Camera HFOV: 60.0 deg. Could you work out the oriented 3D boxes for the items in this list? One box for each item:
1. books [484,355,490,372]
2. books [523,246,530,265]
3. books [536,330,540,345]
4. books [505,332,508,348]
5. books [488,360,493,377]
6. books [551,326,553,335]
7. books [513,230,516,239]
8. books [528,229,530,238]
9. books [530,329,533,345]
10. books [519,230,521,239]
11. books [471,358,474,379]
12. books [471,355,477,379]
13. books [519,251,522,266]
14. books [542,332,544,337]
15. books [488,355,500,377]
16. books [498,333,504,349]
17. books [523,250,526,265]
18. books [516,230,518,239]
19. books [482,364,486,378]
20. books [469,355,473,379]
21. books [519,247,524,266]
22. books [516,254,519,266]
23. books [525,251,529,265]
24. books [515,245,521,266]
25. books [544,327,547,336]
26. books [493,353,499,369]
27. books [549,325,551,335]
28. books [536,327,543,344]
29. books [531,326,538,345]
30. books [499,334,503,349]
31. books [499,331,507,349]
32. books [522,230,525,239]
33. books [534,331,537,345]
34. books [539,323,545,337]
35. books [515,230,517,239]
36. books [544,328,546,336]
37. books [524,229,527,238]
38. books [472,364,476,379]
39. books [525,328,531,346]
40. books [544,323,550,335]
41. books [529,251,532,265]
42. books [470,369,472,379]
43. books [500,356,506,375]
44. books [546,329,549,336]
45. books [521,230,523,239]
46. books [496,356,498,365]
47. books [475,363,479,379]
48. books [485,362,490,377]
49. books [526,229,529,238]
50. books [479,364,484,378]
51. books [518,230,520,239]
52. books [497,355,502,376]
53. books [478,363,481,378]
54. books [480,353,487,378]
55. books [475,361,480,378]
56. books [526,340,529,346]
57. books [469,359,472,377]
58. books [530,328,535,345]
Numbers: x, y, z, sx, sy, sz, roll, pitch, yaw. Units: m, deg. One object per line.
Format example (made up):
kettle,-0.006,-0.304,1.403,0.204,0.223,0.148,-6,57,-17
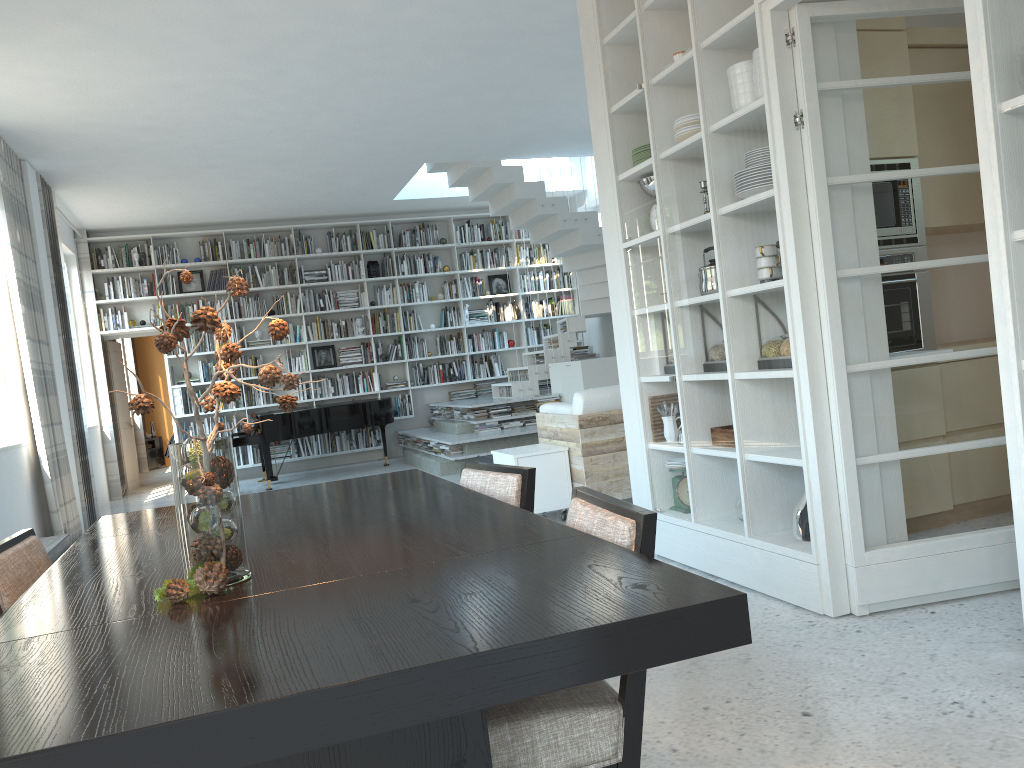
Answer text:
books,-0.341,-0.245,12.263,0.010,0.304,0.131,-7,2,-18
books,0.201,-1.770,12.342,0.023,0.264,0.158,-7,2,-18
books,0.347,-0.651,12.473,0.025,0.208,0.149,-7,2,-18
books,-0.098,-0.603,12.321,0.027,0.223,0.170,-7,2,-18
books,-0.312,-0.215,12.253,0.031,0.239,0.171,-7,2,-18
books,0.542,-0.692,12.536,0.013,0.240,0.166,-7,2,-18
books,0.003,-2.141,12.340,0.011,0.313,0.172,-7,2,-18
books,0.210,-2.140,12.422,0.022,0.259,0.163,-7,2,-18
books,0.248,-0.653,12.432,0.037,0.236,0.153,-7,2,-18
books,0.083,-2.129,12.363,0.012,0.269,0.184,-7,2,-18
books,-0.563,-0.207,12.177,0.015,0.287,0.138,-7,2,-18
books,-0.525,-0.233,12.200,0.013,0.327,0.130,-7,2,-18
books,0.093,-1.726,12.295,0.024,0.205,0.165,-7,2,-18
books,0.411,-0.656,12.496,0.027,0.201,0.164,-7,2,-18
books,-0.252,-0.248,12.228,0.075,0.291,0.255,-7,2,-18
books,-0.154,-0.594,12.311,0.037,0.219,0.139,-7,2,-18
books,0.150,-1.743,12.316,0.049,0.224,0.161,-7,2,-18
books,0.047,-2.102,12.380,0.025,0.223,0.136,-7,2,-18
books,-0.407,-0.176,12.222,0.024,0.185,0.149,-7,2,-18
books,-0.579,-0.231,12.169,0.014,0.337,0.132,-7,2,-18
books,0.116,-1.758,12.293,0.026,0.263,0.189,-7,2,-18
books,0.043,-1.765,12.303,0.036,0.294,0.135,-7,2,-18
books,0.188,-1.732,12.322,0.024,0.193,0.190,-7,2,-18
books,0.072,-1.769,12.287,0.010,0.294,0.183,-7,2,-18
books,0.456,-0.682,12.521,0.027,0.242,0.131,-7,2,-18
books,-0.216,-0.271,12.300,0.012,0.326,0.136,-7,2,-18
books,0.528,-0.697,12.536,0.012,0.254,0.161,-7,2,-18
books,0.378,-0.675,12.456,0.027,0.248,0.184,-7,2,-18
books,0.319,-0.678,12.471,0.024,0.267,0.133,-7,2,-18
books,-0.179,-0.581,12.286,0.030,0.201,0.189,-7,2,-18
books,-0.123,-0.606,12.312,0.025,0.235,0.181,-7,2,-18
books,0.131,-2.123,12.390,0.023,0.244,0.182,-7,2,-18
books,0.303,-0.642,12.446,0.029,0.201,0.172,-7,2,-18
books,0.424,-0.706,12.500,0.013,0.297,0.141,-7,2,-18
books,0.025,-2.125,12.361,0.022,0.275,0.160,-7,2,-18
books,0.443,-0.674,12.500,0.014,0.230,0.172,-7,2,-18
books,0.154,-2.157,12.399,0.012,0.306,0.184,-7,2,-18
books,-0.540,-0.174,12.196,0.033,0.213,0.140,-7,2,-18
books,0.221,-0.657,12.416,0.024,0.252,0.175,-7,2,-18
books,0.497,-0.709,12.514,0.011,0.285,0.161,-7,2,-18
books,0.221,-1.741,12.392,0.038,0.199,0.170,-7,2,-18
books,-0.598,-0.163,12.146,0.027,0.208,0.164,-7,2,-18
books,-0.150,-0.253,12.308,0.062,0.274,0.148,-7,2,-18
books,0.490,-0.667,12.503,0.021,0.205,0.174,-7,2,-18
books,0.100,-2.111,12.372,0.022,0.229,0.175,-7,2,-18
books,-0.223,-0.249,12.291,0.012,0.285,0.159,-7,2,-18
books,-0.498,-0.179,12.197,0.023,0.214,0.163,-7,2,-18
books,-0.358,-0.198,12.234,0.052,0.217,0.184,-7,2,-18
books,0.184,-2.146,12.419,0.027,0.275,0.148,-7,2,-18
books,-0.435,-0.174,12.220,0.030,0.188,0.140,-7,2,-18
books,0.066,-2.136,12.371,0.013,0.286,0.150,-7,2,-18
books,-0.189,-0.255,12.285,0.025,0.287,0.160,-7,2,-18
books,-0.462,-0.182,12.210,0.025,0.210,0.137,-7,2,-18
books,-0.396,-0.252,12.222,0.014,0.333,0.168,-7,2,-18
books,-0.479,-0.196,12.193,0.015,0.243,0.156,-7,2,-18
books,0.164,-0.662,12.412,0.085,0.278,0.159,-7,2,-18
books,-0.590,-0.204,12.170,0.012,0.286,0.158,-7,2,-18
books,0.275,-0.659,12.442,0.022,0.242,0.151,-7,2,-18
